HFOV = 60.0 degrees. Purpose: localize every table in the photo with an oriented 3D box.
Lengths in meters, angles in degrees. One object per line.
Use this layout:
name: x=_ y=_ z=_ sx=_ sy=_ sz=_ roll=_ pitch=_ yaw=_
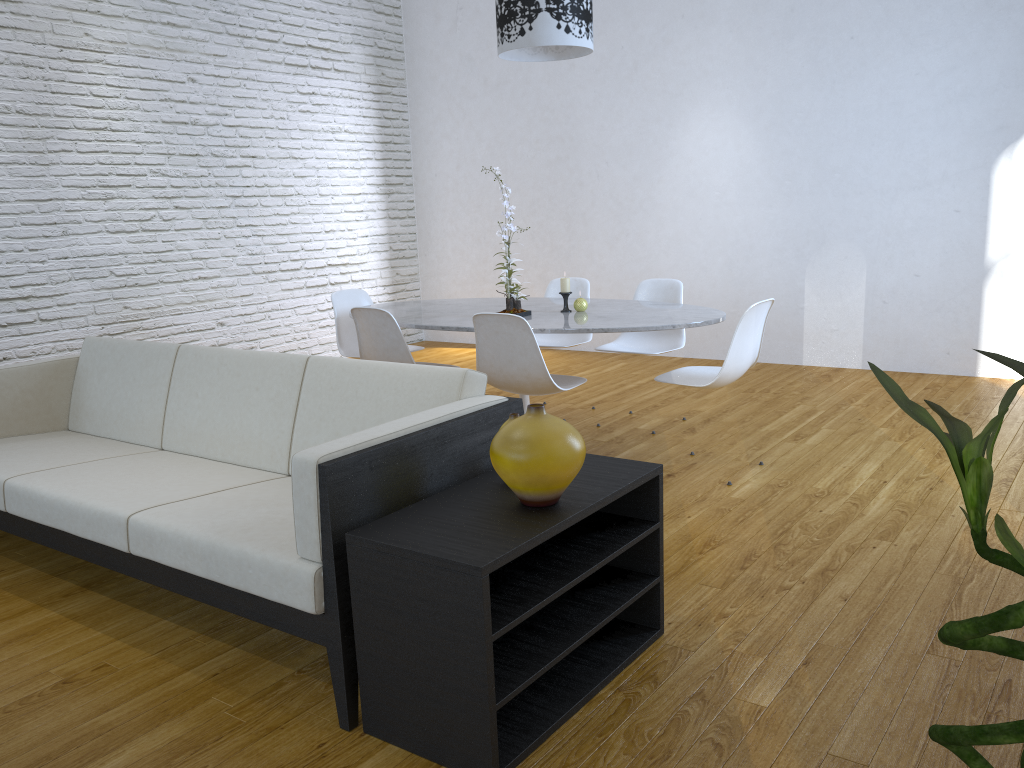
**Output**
table: x=0.053 y=-0.028 z=4.092 sx=1.907 sy=0.627 sz=1.065 roll=5 pitch=14 yaw=34

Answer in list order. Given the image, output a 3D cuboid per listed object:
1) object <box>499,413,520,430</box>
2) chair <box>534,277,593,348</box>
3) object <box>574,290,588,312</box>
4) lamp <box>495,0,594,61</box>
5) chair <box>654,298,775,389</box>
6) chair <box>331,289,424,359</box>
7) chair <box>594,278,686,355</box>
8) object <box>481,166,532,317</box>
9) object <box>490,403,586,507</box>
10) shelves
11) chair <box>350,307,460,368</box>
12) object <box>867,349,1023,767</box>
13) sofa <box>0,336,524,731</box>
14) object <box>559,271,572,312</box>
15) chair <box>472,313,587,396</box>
object: x=0.009 y=0.148 z=2.077 sx=0.095 sy=0.161 sz=0.095 roll=-5 pitch=13 yaw=-12
chair: x=0.213 y=-0.365 z=4.662 sx=0.405 sy=0.354 sz=0.417 roll=5 pitch=14 yaw=34
object: x=0.300 y=-0.364 z=3.880 sx=0.062 sy=0.092 sz=0.062 roll=-4 pitch=12 yaw=-6
lamp: x=0.106 y=-2.131 z=3.525 sx=0.399 sy=1.548 sz=0.397 roll=-2 pitch=13 yaw=3
chair: x=0.805 y=-0.164 z=3.512 sx=0.418 sy=0.354 sz=0.404 roll=7 pitch=15 yaw=37
chair: x=-0.705 y=-0.308 z=4.584 sx=0.418 sy=0.354 sz=0.404 roll=7 pitch=15 yaw=37
chair: x=0.639 y=-0.322 z=4.345 sx=0.405 sy=0.354 sz=0.417 roll=7 pitch=15 yaw=38
object: x=0.004 y=-0.603 z=3.769 sx=0.201 sy=0.643 sz=0.165 roll=-9 pitch=14 yaw=-25
object: x=0.056 y=0.151 z=1.910 sx=0.207 sy=0.217 sz=0.205 roll=-5 pitch=12 yaw=-12
shelves: x=0.026 y=0.470 z=2.031 sx=0.348 sy=0.454 sz=0.726 roll=6 pitch=15 yaw=35
chair: x=-0.478 y=-0.189 z=3.933 sx=0.405 sy=0.354 sz=0.417 roll=7 pitch=15 yaw=39
object: x=0.508 y=0.446 z=0.691 sx=0.380 sy=0.987 sz=0.480 roll=-1 pitch=13 yaw=8
sofa: x=-1.433 y=0.397 z=2.204 sx=5.328 sy=0.683 sz=9.675 roll=6 pitch=14 yaw=35
object: x=0.234 y=-0.406 z=3.884 sx=0.059 sy=0.178 sz=0.058 roll=2 pitch=14 yaw=21
chair: x=0.061 y=-0.132 z=3.524 sx=0.405 sy=0.354 sz=0.417 roll=6 pitch=15 yaw=35
